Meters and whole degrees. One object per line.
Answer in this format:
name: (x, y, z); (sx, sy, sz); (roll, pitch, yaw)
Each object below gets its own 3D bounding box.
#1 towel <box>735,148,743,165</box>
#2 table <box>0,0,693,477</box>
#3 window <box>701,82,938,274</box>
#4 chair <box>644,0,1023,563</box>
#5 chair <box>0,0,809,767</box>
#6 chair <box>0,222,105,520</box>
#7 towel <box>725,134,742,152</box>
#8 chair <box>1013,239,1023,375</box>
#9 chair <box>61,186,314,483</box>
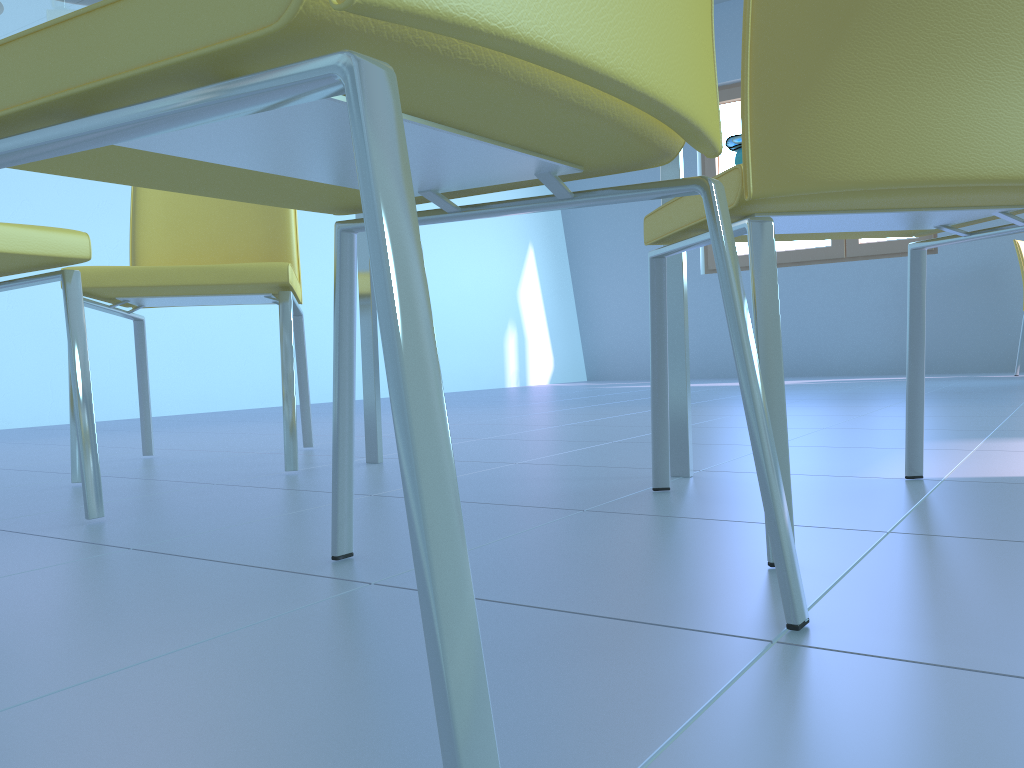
towel: (0.376, -0.263, 1.005); (0.192, 0.027, 0.195); (-3, 2, -36)
table: (-0.330, -0.121, 1.046); (0.730, 0.590, 1.173); (-1, 2, 33)
window: (1.924, -1.395, 5.704); (1.475, 1.263, 0.142); (-1, 2, 33)
chair: (0.386, -0.204, 0.991); (0.387, 0.695, 0.484); (-2, 2, -3)
chair: (-0.094, -0.174, 0.582); (0.484, 0.695, 0.387); (-1, 2, 36)
chair: (-0.851, -0.161, 1.110); (0.484, 0.695, 0.387); (-1, 2, 31)
towel: (0.374, -0.279, 1.002); (0.190, 0.033, 0.195); (-3, 2, -30)
chair: (2.831, -0.399, 4.429); (0.387, 0.695, 0.484); (-3, 2, -26)
chair: (-0.621, -0.189, 1.789); (0.387, 0.695, 0.484); (-2, 2, -9)
